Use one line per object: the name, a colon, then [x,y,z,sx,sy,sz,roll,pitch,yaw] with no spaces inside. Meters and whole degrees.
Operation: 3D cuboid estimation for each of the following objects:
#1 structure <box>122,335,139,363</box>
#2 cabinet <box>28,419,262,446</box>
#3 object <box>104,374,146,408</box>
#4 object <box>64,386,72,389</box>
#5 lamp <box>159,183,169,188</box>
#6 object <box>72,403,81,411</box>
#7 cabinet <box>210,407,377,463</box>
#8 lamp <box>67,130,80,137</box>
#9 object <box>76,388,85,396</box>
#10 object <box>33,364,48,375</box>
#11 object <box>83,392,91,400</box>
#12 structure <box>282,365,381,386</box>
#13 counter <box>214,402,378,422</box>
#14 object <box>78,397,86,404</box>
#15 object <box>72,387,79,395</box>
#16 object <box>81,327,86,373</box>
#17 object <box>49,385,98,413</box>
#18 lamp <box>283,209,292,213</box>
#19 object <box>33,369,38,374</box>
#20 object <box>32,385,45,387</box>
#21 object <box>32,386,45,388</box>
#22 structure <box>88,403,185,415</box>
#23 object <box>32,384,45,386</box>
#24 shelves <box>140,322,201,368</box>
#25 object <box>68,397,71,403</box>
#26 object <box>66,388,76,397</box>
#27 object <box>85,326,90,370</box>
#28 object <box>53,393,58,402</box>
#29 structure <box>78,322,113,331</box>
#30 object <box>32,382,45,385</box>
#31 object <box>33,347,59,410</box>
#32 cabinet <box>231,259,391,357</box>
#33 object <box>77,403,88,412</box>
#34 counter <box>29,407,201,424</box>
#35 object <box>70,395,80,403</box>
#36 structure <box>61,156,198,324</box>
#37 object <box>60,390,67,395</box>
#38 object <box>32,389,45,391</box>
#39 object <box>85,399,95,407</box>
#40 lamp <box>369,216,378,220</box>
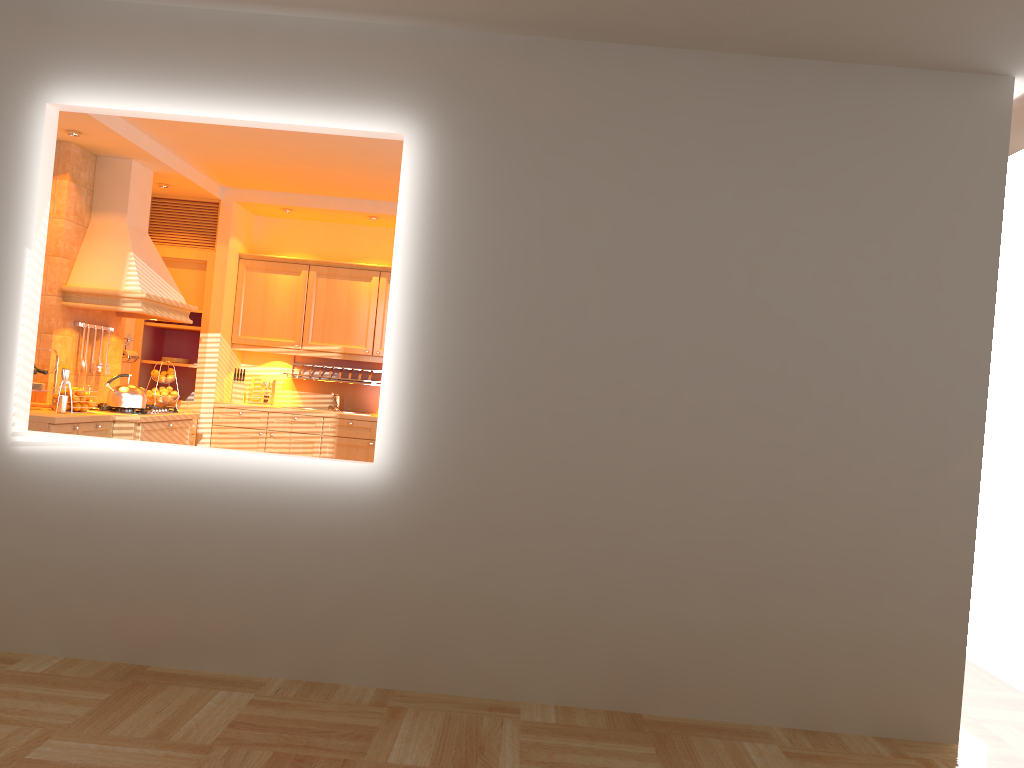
structure: [-3.022,-0.280,6.959,0.126,0.220,0.320,5,-1,1]
cabinet: [-2.609,0.657,6.361,1.141,0.840,2.850,5,-1,1]
object: [-2.564,0.039,5.916,0.242,0.215,0.251,5,-1,-12]
object: [-2.797,0.041,5.597,0.059,0.060,0.050,6,-1,-39]
lamp: [-2.676,-1.522,6.812,0.070,0.021,0.070,5,-1,-16]
object: [-2.701,0.141,5.497,0.052,0.057,0.060,6,-1,-37]
cabinet: [-0.929,0.393,7.449,3.000,1.700,0.625,5,-1,1]
lamp: [-2.699,-1.541,5.461,0.070,0.021,0.070,5,-1,-16]
object: [-2.686,0.052,5.519,0.053,0.051,0.063,5,-1,8]
object: [-2.965,-0.104,5.397,0.282,0.095,0.076,5,-1,1]
object: [-2.687,0.077,5.593,0.053,0.052,0.061,6,-1,-26]
structure: [-1.485,-0.077,7.628,0.900,0.126,0.300,5,-1,1]
counter: [-1.518,0.250,7.474,1.800,0.038,0.600,5,-1,1]
object: [-2.692,0.097,5.539,0.062,0.053,0.052,5,-1,23]
object: [-2.736,0.045,5.551,0.063,0.053,0.051,6,-1,-37]
object: [-2.902,-0.233,6.018,0.028,0.323,0.055,5,-1,1]
object: [-2.747,0.087,5.558,0.189,0.174,0.207,5,-1,16]
lamp: [-1.867,-1.441,7.373,0.070,0.021,0.070,6,-1,-38]
object: [-2.967,-0.106,5.281,0.282,0.095,0.076,5,-1,1]
object: [-2.971,0.010,5.453,0.172,0.011,0.163,6,-1,-30]
object: [-2.972,0.016,5.453,0.172,0.011,0.163,6,-1,-30]
structure: [-2.678,0.166,6.194,0.494,0.051,0.797,5,-1,1]
object: [-2.970,0.003,5.453,0.172,0.011,0.163,6,-1,-30]
shelves: [-2.788,-0.132,7.509,0.600,0.702,0.582,5,-1,1]
object: [-2.743,0.089,5.517,0.051,0.053,0.064,6,-1,-36]
object: [-2.726,0.052,5.483,0.052,0.060,0.057,5,-1,39]
object: [-2.912,-0.236,6.077,0.006,0.319,0.028,5,-1,1]
object: [-2.821,0.085,5.509,0.060,0.055,0.053,5,-1,4]
structure: [-2.905,-0.398,6.202,0.009,0.024,0.506,5,-1,1]
object: [-2.970,-0.003,5.453,0.172,0.011,0.163,6,-1,-30]
object: [-2.979,-0.040,5.337,0.221,0.379,0.572,5,-1,1]
cabinet: [-1.436,-0.617,7.619,1.792,0.712,0.332,5,-1,1]
object: [-2.696,0.149,5.557,0.074,0.063,0.064,5,-1,-19]
counter: [-2.758,0.199,6.070,0.770,0.038,2.250,5,-1,1]
object: [-2.701,0.094,5.478,0.053,0.051,0.063,5,-1,20]
structure: [-1.169,-0.817,6.886,4.091,1.148,1.061,6,-1,-25]
object: [-2.778,0.060,5.498,0.063,0.051,0.053,5,-1,6]
object: [-2.973,0.030,5.452,0.172,0.011,0.163,6,-1,-30]
object: [-2.670,0.125,5.608,0.061,0.054,0.052,5,-1,28]
lamp: [-1.150,-1.375,7.365,0.070,0.021,0.070,5,-1,40]
